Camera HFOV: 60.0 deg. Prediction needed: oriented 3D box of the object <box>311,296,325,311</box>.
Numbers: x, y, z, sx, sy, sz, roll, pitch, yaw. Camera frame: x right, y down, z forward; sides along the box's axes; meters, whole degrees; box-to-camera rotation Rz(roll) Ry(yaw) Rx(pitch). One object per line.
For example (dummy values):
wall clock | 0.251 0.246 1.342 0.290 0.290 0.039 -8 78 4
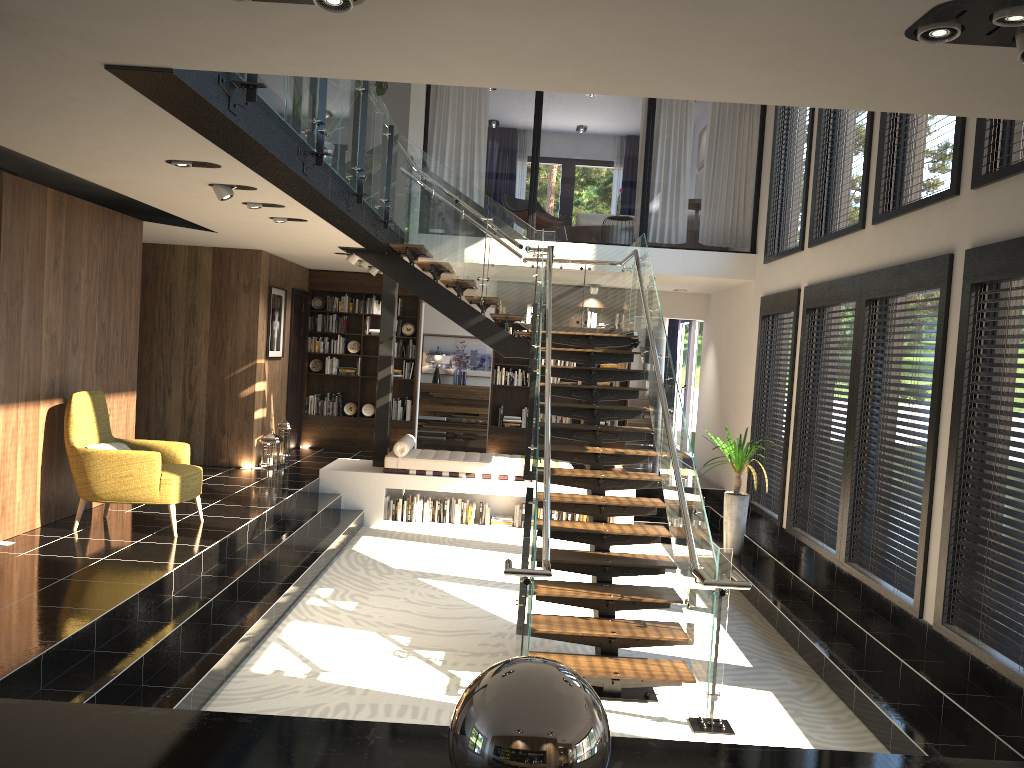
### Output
object | -2.935 -1.219 13.431 0.212 0.222 0.082 4 3 0

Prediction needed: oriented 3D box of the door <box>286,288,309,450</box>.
door | -3.166 -0.189 12.899 0.104 2.349 0.930 4 3 0

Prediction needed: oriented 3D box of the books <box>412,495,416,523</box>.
books | -1.170 1.504 10.715 0.028 0.310 0.211 4 3 0

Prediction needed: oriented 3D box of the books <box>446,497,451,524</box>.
books | -0.775 1.535 10.785 0.025 0.293 0.205 4 3 0

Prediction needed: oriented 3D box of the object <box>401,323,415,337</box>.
object | -1.571 -0.820 13.450 0.212 0.222 0.082 4 3 0

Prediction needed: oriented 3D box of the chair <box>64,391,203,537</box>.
chair | -3.119 0.632 7.352 1.030 1.098 0.807 3 3 -1

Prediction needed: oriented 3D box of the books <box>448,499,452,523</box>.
books | -0.749 1.547 10.803 0.029 0.271 0.128 4 3 0

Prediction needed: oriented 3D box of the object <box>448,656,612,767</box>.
object | 0.025 0.498 1.237 0.227 0.229 0.227 2 3 -39

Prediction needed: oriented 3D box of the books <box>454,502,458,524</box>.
books | -0.674 1.565 10.771 0.027 0.246 0.193 4 3 0

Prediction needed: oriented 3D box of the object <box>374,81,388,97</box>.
object | -1.719 -2.551 8.016 1.465 1.555 1.259 3 3 -12

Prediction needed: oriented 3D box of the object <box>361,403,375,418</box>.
object | -2.187 0.405 13.505 0.212 0.222 0.082 4 3 0

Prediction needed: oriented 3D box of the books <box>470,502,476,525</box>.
books | -0.469 1.572 10.776 0.050 0.258 0.215 4 2 0

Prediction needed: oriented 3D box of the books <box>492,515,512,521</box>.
books | -0.122 1.635 10.819 0.249 0.026 0.148 3 2 -2

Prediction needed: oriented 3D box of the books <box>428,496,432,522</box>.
books | -1.001 1.519 10.778 0.020 0.296 0.102 4 3 0

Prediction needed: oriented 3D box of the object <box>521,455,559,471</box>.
object | 0.336 1.187 11.164 0.466 0.510 1.166 4 2 0

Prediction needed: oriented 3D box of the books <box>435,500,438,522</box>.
books | -0.910 1.542 10.791 0.019 0.261 0.182 4 3 0

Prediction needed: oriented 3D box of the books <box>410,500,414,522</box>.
books | -1.200 1.538 10.742 0.029 0.237 0.146 4 3 0

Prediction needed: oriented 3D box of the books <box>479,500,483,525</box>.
books | -0.378 1.563 10.809 0.030 0.284 0.176 4 3 0

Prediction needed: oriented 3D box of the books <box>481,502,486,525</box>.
books | -0.341 1.581 10.826 0.045 0.252 0.142 4 3 0

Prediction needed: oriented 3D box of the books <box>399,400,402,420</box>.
books | -1.702 0.395 13.531 0.011 0.300 0.153 4 3 0

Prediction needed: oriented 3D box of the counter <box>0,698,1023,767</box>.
counter | -0.605 0.543 1.058 3.573 0.041 0.698 4 2 0

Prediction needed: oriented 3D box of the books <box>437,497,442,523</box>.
books | -0.885 1.534 10.782 0.028 0.283 0.172 4 3 0

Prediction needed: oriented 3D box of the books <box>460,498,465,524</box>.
books | -0.602 1.545 10.786 0.023 0.293 0.157 4 3 0

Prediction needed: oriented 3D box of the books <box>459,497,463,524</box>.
books | -0.623 1.538 10.782 0.020 0.306 0.172 4 3 0

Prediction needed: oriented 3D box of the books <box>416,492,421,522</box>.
books | -1.131 1.492 10.734 0.051 0.338 0.187 4 3 0

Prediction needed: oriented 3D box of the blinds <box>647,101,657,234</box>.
blinds | 1.926 -3.108 11.035 0.669 2.700 0.134 4 3 1

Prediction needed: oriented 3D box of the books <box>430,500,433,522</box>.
books | -0.980 1.544 10.825 0.026 0.247 0.149 4 3 0

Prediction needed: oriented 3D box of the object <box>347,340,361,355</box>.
object | -2.404 -0.556 13.485 0.212 0.222 0.082 4 3 0

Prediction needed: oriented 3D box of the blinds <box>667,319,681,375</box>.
blinds | 2.870 -0.086 16.193 0.161 2.772 1.079 3 3 -1

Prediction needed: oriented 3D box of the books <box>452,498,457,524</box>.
books | -0.699 1.542 10.793 0.025 0.287 0.169 4 3 0

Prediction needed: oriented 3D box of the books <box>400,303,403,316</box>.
books | -1.684 -1.132 13.495 0.022 0.195 0.135 4 3 0

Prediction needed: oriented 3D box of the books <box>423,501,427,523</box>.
books | -1.048 1.545 10.743 0.029 0.240 0.165 4 3 0

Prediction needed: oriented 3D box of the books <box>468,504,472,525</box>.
books | -0.509 1.582 10.769 0.028 0.233 0.205 4 2 0

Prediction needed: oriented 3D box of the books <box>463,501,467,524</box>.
books | -0.575 1.567 10.802 0.034 0.252 0.151 4 3 0

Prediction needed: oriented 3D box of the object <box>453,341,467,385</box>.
object | -0.987 -0.399 17.010 0.272 0.860 0.270 4 3 15

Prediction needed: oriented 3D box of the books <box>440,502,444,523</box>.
books | -0.848 1.560 10.797 0.050 0.234 0.149 4 3 0

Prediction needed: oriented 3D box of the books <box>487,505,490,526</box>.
books | -0.285 1.602 10.801 0.030 0.218 0.185 4 2 0

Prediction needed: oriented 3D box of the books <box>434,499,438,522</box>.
books | -0.931 1.541 10.808 0.023 0.260 0.133 4 3 0

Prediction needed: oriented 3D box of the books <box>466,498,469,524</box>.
books | -0.539 1.548 10.811 0.036 0.294 0.128 4 3 0

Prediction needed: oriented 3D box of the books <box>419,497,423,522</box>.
books | -1.094 1.522 10.735 0.025 0.283 0.149 4 3 0

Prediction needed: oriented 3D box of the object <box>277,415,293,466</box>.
object | -2.942 0.724 11.446 0.182 0.643 0.182 4 3 0

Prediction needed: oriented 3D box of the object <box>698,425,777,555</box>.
object | 2.372 1.138 9.420 0.876 1.339 0.829 3 3 -11

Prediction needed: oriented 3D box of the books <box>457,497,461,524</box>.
books | -0.646 1.537 10.787 0.026 0.305 0.187 4 3 0

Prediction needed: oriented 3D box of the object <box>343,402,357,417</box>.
object | -2.462 0.388 13.511 0.212 0.222 0.082 4 3 0

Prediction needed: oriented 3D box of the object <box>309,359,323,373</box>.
object | -2.980 -0.275 13.502 0.212 0.222 0.082 4 3 0

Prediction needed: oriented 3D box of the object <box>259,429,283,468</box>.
object | -3.047 0.805 11.220 0.262 0.484 0.262 4 3 0

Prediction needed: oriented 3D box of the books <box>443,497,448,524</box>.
books | -0.804 1.530 10.772 0.033 0.300 0.195 4 3 0

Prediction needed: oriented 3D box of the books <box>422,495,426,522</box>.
books | -1.071 1.508 10.744 0.021 0.313 0.139 4 3 0

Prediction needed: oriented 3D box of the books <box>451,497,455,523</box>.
books | -0.722 1.530 10.802 0.023 0.308 0.126 4 3 0

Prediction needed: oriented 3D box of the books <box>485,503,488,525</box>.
books | -0.309 1.581 10.800 0.020 0.258 0.154 4 3 0

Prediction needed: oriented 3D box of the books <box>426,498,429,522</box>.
books | -1.022 1.531 10.756 0.021 0.271 0.148 4 3 0

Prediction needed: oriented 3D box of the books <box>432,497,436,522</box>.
books | -0.954 1.527 10.822 0.025 0.285 0.137 4 3 0
